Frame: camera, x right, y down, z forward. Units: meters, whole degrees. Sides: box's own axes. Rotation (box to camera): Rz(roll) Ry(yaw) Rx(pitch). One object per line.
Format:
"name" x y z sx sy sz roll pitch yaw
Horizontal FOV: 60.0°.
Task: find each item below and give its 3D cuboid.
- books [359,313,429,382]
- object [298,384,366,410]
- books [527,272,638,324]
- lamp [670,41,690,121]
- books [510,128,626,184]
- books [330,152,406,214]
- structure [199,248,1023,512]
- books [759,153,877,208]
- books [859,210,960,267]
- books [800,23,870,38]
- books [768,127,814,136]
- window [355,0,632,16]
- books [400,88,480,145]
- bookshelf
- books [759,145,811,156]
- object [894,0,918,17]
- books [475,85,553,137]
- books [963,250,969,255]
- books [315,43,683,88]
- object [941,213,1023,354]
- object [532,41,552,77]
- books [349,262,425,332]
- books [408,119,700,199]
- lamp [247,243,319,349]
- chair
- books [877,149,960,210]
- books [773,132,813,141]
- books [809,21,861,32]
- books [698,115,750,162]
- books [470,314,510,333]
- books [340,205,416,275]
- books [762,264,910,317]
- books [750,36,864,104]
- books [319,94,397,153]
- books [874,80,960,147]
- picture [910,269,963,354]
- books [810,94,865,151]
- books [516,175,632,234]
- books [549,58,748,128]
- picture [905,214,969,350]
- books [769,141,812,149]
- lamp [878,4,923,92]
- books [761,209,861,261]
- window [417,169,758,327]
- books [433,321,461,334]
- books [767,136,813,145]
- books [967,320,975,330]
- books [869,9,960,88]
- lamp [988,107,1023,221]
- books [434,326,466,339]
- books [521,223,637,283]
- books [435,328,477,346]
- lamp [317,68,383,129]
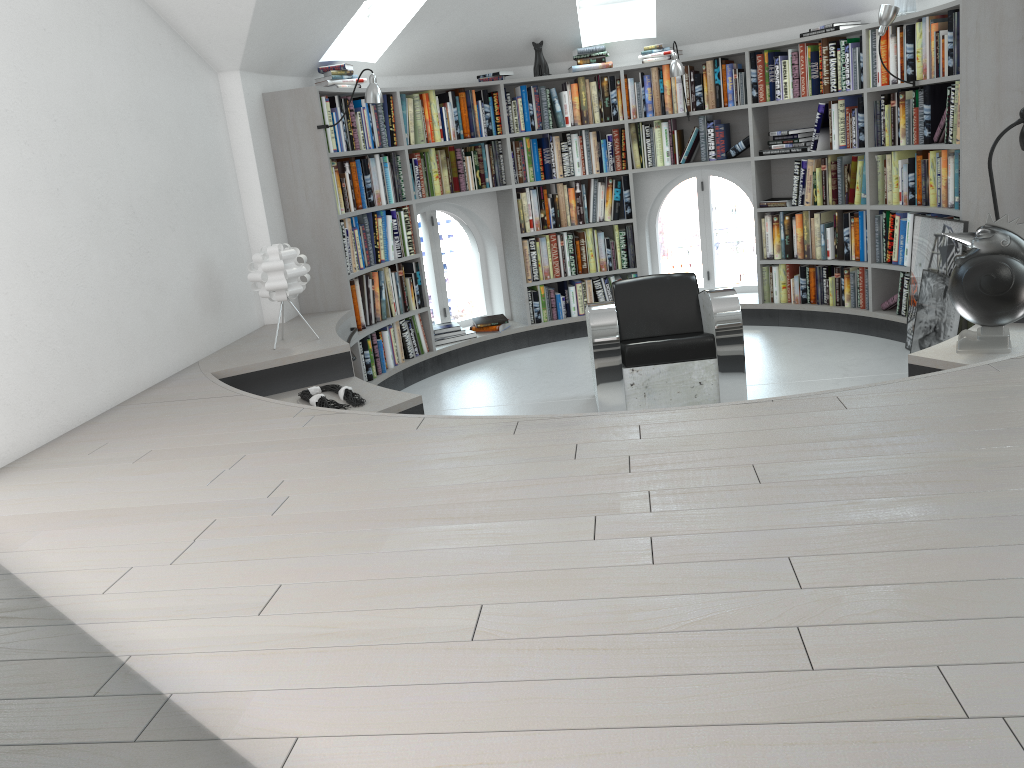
"books" -0.922 -0.273 6.227 0.283 0.317 0.924 0 16 26
"object" -0.843 0.065 4.125 0.218 0.081 0.475 -15 17 -28
"books" 0.564 -0.721 7.242 1.019 0.304 0.289 -9 14 -7
"lamp" 1.230 -2.219 6.523 0.113 0.563 0.360 -3 14 15
"books" 0.429 -1.816 7.025 1.028 0.357 0.302 -8 14 -6
"books" -1.076 -1.340 5.941 0.303 0.345 1.096 -1 16 23
"structure" 0.791 -0.202 5.108 4.729 0.688 4.722 -18 18 -35
"books" 2.238 -1.456 6.325 0.253 0.350 0.976 -18 18 -38
"books" 2.652 -0.925 5.640 0.304 0.356 1.191 -10 15 -10
"books" 2.217 -2.422 6.086 0.317 0.036 0.337 -15 17 -28
"books" 2.068 -1.848 6.485 0.269 0.031 0.287 -10 15 -11
"window" 0.651 -3.014 5.853 4.053 0.708 1.946 -5 15 8
"books" -0.600 -1.960 6.526 0.796 0.370 0.269 -18 18 -37
"bookshelf" 0.860 -1.313 6.259 4.331 1.868 2.124 -5 14 8
"books" 2.083 -1.726 6.514 0.367 0.042 0.389 -20 20 -40
"object" 2.415 -2.502 5.452 0.179 0.469 0.180 -3 14 17
"books" -0.016 -2.107 6.850 0.683 0.344 0.266 -11 14 -14
"books" 2.603 -0.667 4.599 0.365 0.042 0.391 -5 15 8
"books" -0.087 -2.325 6.502 2.820 0.172 0.751 -13 16 -21
"object" 1.965 -0.417 3.624 0.320 0.559 0.322 -12 15 -18
"object" 0.226 -2.487 6.796 0.147 0.263 0.203 -6 14 5
"books" -1.028 -0.366 5.878 0.390 0.691 1.652 -2 15 18
"books" 0.258 -1.734 6.823 2.531 0.368 0.594 -10 15 -11
"lamp" -1.206 -0.472 4.676 0.305 0.521 0.307 -8 14 -3
"chair" 0.871 -0.242 5.199 0.823 0.715 0.746 -6 14 3
"books" 2.633 -1.277 5.487 0.275 0.345 1.027 -9 15 -6
"books" 2.072 -1.817 6.492 0.214 0.036 0.227 -16 17 -30
"books" 2.214 -2.449 6.079 0.233 0.027 0.249 -12 16 -18
"books" 1.646 -1.882 6.725 0.399 0.338 0.226 1 16 27
"books" -0.173 -0.476 7.056 0.318 0.099 0.294 -4 15 10
"books" -1.002 -0.971 5.988 0.260 0.357 1.027 0 16 25
"books" 2.415 -0.703 6.320 0.361 0.309 1.502 -15 17 -28
"books" 2.114 -2.206 6.207 0.307 0.365 0.972 -18 18 -37
"books" -1.116 -1.707 5.831 0.300 0.359 1.040 -1 16 24
"books" 2.580 -1.647 5.404 0.279 0.356 1.059 -8 15 -6
"picture" 2.512 -0.368 5.234 0.107 0.551 0.492 -7 14 -1
"books" 2.340 -1.805 6.105 0.257 0.348 0.555 -17 17 -34
"books" 0.479 -1.442 7.072 0.998 0.349 0.299 -9 14 -8
"books" 1.050 -2.240 6.819 1.565 0.364 0.396 -3 15 13
"picture" 2.558 -0.574 5.363 0.090 0.857 0.582 -7 14 -2
"books" 2.079 -1.758 6.506 0.286 0.031 0.271 7 20 42
"lamp" 2.321 -1.996 5.273 0.275 0.522 0.113 -7 13 -1
"books" 2.235 -1.103 6.483 0.273 0.348 0.874 -18 19 -39
"window" 0.500 -1.098 7.250 3.232 1.143 0.621 -8 14 -6
"books" -0.527 -0.439 6.927 0.214 0.036 0.228 -11 15 -15
"books" 2.076 -1.787 6.499 0.270 0.031 0.287 -16 17 -30
"books" 2.588 -0.270 4.634 0.272 0.296 1.155 -1 16 22
"books" 2.534 -2.019 5.327 0.293 0.360 1.020 -9 15 -9
"lamp" 2.589 -1.064 4.492 0.322 0.656 0.235 -1 15 23
"books" -0.524 -0.409 6.934 0.269 0.031 0.287 -11 15 -15
"books" 0.538 -1.073 7.164 1.032 0.355 0.294 -9 14 -7
"books" -0.520 -0.376 6.942 0.366 0.042 0.389 -14 16 -24
"lamp" -0.983 -1.719 5.339 0.413 0.310 0.117 -6 14 5
